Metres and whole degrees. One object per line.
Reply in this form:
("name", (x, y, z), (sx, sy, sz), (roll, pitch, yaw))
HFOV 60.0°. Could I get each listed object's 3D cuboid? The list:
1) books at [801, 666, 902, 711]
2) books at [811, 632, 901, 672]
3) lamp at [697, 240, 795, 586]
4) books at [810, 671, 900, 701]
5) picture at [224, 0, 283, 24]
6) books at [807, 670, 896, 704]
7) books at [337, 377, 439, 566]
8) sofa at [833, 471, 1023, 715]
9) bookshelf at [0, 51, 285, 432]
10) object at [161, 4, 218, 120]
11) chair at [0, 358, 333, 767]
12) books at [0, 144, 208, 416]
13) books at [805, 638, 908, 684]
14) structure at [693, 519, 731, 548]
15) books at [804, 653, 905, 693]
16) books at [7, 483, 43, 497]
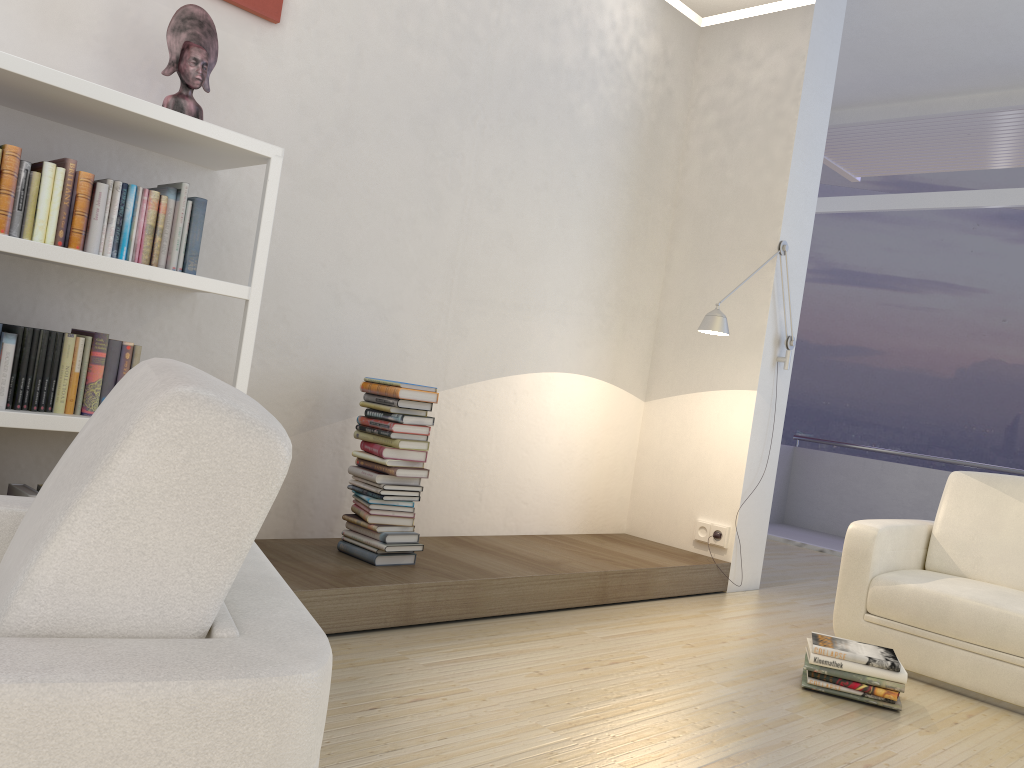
("books", (1.217, 1.093, 3.194), (0.328, 0.018, 0.247), (8, -1, 20))
("books", (1.231, 0.963, 3.197), (0.287, 0.025, 0.247), (9, -1, 18))
("lamp", (1.128, 0.134, 4.546), (0.204, 1.841, 0.891), (8, -1, 40))
("books", (1.240, 1.057, 3.185), (0.287, 0.025, 0.247), (8, -1, 29))
("picture", (-1.923, -1.912, 2.146), (0.030, 0.794, 3.227), (8, -1, 44))
("books", (1.214, 1.075, 3.196), (0.287, 0.018, 0.247), (9, -1, 18))
("books", (-0.473, 0.339, 3.496), (0.329, 0.694, 0.270), (8, -1, 44))
("sofa", (2.469, 0.868, 3.312), (2.166, 0.862, 0.941), (8, -1, 44))
("bookshelf", (-1.561, -0.190, 2.475), (0.465, 1.396, 1.599), (8, -1, 44))
("object", (-1.038, -1.021, 2.861), (0.133, 0.409, 0.138), (9, 0, 1))
("chair", (-0.778, 0.336, 1.105), (0.941, 0.828, 0.919), (9, -1, -26))
("books", (-1.351, -0.299, 2.545), (0.215, 0.743, 0.831), (8, -1, 44))
("books", (1.232, 0.995, 3.195), (0.319, 0.038, 0.247), (9, 0, 15))
("structure", (1.078, 0.809, 4.799), (0.206, 0.114, 0.028), (8, -1, 44))
("books", (1.227, 1.027, 3.194), (0.328, 0.027, 0.247), (8, -1, 20))
("books", (-1.424, 0.397, 2.547), (1.125, 0.281, 0.274), (9, -1, -39))
